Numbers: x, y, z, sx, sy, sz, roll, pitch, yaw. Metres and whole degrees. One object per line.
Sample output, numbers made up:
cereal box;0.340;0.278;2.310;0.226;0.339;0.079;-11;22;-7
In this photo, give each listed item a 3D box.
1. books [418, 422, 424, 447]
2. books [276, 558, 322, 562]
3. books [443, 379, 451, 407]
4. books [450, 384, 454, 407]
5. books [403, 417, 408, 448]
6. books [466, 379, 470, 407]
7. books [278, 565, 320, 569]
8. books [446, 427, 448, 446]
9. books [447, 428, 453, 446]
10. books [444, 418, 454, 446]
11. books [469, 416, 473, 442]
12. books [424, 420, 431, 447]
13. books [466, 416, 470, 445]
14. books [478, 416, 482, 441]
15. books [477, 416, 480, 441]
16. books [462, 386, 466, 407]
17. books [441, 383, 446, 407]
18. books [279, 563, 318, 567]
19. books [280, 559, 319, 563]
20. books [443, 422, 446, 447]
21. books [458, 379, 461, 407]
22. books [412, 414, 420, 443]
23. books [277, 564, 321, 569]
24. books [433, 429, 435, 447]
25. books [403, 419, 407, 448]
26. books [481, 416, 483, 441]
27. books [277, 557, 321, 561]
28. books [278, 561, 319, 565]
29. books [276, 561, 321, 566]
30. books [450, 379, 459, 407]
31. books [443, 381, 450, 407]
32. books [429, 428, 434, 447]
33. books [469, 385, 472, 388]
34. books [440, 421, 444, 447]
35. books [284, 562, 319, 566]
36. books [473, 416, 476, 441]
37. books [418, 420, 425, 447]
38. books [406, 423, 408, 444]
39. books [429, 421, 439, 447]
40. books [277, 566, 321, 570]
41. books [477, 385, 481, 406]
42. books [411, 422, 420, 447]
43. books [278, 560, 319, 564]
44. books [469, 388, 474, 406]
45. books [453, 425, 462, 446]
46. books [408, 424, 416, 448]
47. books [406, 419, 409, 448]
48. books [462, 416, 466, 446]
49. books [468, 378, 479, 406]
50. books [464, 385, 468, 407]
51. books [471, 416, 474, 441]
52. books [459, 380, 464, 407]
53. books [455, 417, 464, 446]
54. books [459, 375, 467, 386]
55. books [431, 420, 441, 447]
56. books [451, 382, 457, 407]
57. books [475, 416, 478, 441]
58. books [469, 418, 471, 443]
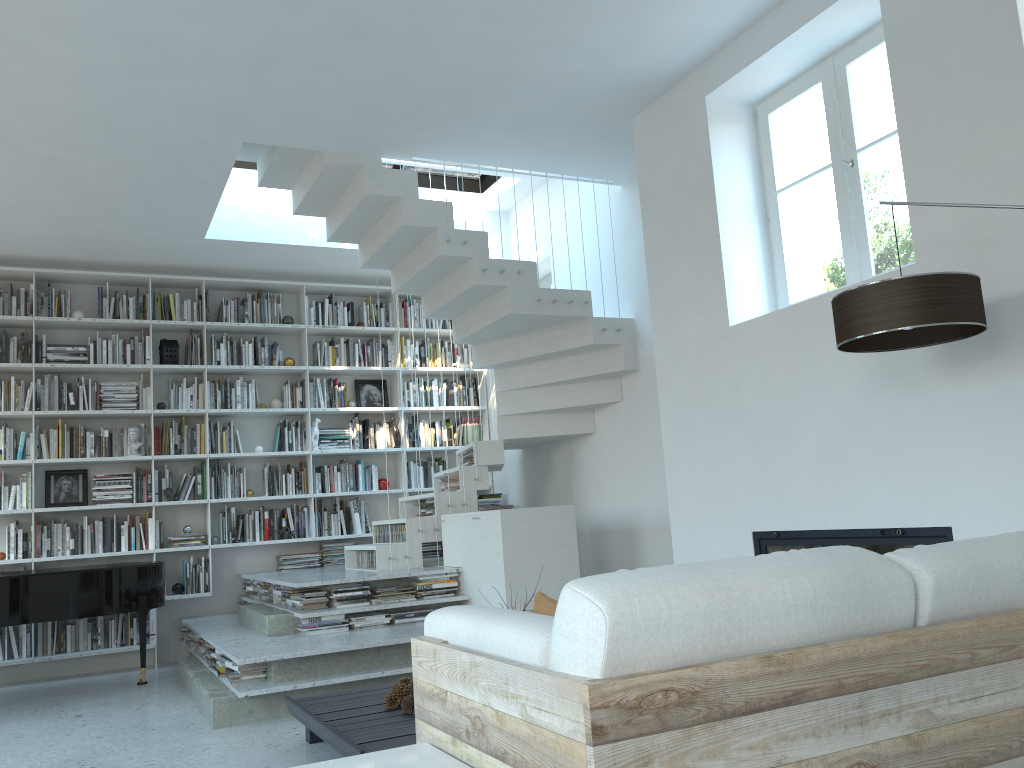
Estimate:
books;-0.868;0.484;8.238;0.026;0.245;0.181;0;-9;-26
books;-1.830;1.508;7.609;0.345;0.007;0.193;1;-10;-29
books;-0.621;0.103;8.456;0.024;0.291;0.132;0;-9;-26
books;-0.596;0.130;8.464;0.028;0.237;0.146;0;-9;-26
books;-1.002;0.464;8.198;0.010;0.292;0.164;0;-9;-26
books;-0.447;0.106;8.528;0.013;0.282;0.149;0;-9;-26
books;-1.829;1.567;7.597;0.308;0.008;0.195;1;-10;-30
books;-0.644;0.509;8.375;0.014;0.206;0.138;0;-9;-26
books;-0.608;0.515;8.346;0.024;0.180;0.191;0;-9;-26
books;-0.601;0.472;8.388;0.026;0.277;0.170;0;-9;-26
books;-0.421;0.462;8.466;0.018;0.293;0.169;0;-9;-26
books;-0.811;0.477;8.266;0.056;0.261;0.177;0;-9;-26
books;-0.447;0.460;8.438;0.018;0.293;0.169;0;-9;-26
books;-0.335;0.461;8.497;0.018;0.293;0.169;0;-9;-26
books;-0.355;0.462;8.498;0.018;0.293;0.169;0;-9;-26
books;-0.489;0.139;8.484;0.025;0.211;0.188;0;-9;-26
books;-0.669;0.122;8.400;0.045;0.245;0.177;0;-9;-26
books;-1.830;1.552;7.599;0.308;0.008;0.195;-1;-9;-22
books;-1.828;1.515;7.604;0.308;0.008;0.195;-1;-9;-21
books;-0.662;0.488;8.367;0.025;0.248;0.134;0;-9;-26
books;-0.535;0.107;8.471;0.013;0.276;0.188;0;-9;-26
books;-0.896;0.450;8.252;0.012;0.321;0.142;0;-9;-26
books;-1.828;1.559;7.595;0.345;0.007;0.194;-1;-9;-21
books;-0.759;0.518;8.308;0.030;0.184;0.137;0;-9;-26
books;-1.011;0.469;8.176;0.025;0.277;0.160;0;-9;-26
books;-0.323;0.462;8.514;0.018;0.293;0.169;0;-9;-26
books;-1.832;1.501;7.613;0.345;0.007;0.193;0;-9;-24
books;-1.829;1.530;7.601;0.308;0.008;0.195;1;-10;-31
books;-1.832;1.538;7.606;0.345;0.007;0.193;0;-10;-28
books;-0.548;0.105;8.469;0.012;0.282;0.152;0;-9;-26
books;-0.641;0.117;8.421;0.023;0.258;0.184;0;-9;-26
books;-0.774;0.512;8.278;0.023;0.189;0.170;0;-9;-26
books;-0.411;0.135;8.562;0.024;0.230;0.131;0;-9;-26
books;-0.677;0.484;8.356;0.012;0.253;0.161;0;-9;-26
books;-1.833;1.546;7.605;0.308;0.008;0.195;0;-9;-24
books;-0.388;0.462;8.482;0.018;0.293;0.169;0;-9;-26
books;-0.852;0.477;8.260;0.022;0.265;0.157;0;-9;-26
books;-0.992;0.491;8.198;0.010;0.238;0.147;0;-9;-26
books;-0.731;0.485;8.310;0.022;0.246;0.181;0;-9;-26
books;-1.828;1.574;7.596;0.345;0.007;0.194;-1;-9;-22
books;-0.344;0.136;8.562;0.021;0.218;0.184;0;-9;-26
books;-0.901;0.486;8.223;0.022;0.242;0.171;0;-9;-26
books;-1.835;1.524;7.613;0.308;0.008;0.195;0;-9;-26
books;-0.419;0.147;8.517;0.029;0.195;0.192;0;-9;-26
books;-0.542;0.503;8.399;0.088;0.217;0.167;0;-9;-26
books;-0.952;0.493;8.227;0.066;0.236;0.144;0;-9;-26
books;-0.988;0.473;8.214;0.010;0.278;0.148;0;-9;-26
books;-0.475;0.462;8.440;0.033;0.293;0.169;0;-9;-26
books;-0.375;0.100;8.552;0.042;0.292;0.186;0;-9;-26
books;-0.471;0.136;8.504;0.025;0.219;0.178;0;-9;-26
books;-0.403;0.462;8.471;0.018;0.293;0.169;0;-9;-26
books;-0.515;0.111;8.478;0.028;0.267;0.173;0;-9;-26
books;-0.509;0.465;8.423;0.072;0.291;0.169;0;-9;-26
books;-0.464;0.084;8.533;0.013;0.329;0.140;0;-9;-26
books;-0.713;0.481;8.331;0.029;0.258;0.171;0;-9;-26
books;-0.568;0.121;8.467;0.025;0.252;0.160;0;-9;-26
books;-0.370;0.462;8.486;0.018;0.293;0.169;0;-9;-26
books;-0.437;0.462;8.459;0.018;0.293;0.169;0;-9;-26
